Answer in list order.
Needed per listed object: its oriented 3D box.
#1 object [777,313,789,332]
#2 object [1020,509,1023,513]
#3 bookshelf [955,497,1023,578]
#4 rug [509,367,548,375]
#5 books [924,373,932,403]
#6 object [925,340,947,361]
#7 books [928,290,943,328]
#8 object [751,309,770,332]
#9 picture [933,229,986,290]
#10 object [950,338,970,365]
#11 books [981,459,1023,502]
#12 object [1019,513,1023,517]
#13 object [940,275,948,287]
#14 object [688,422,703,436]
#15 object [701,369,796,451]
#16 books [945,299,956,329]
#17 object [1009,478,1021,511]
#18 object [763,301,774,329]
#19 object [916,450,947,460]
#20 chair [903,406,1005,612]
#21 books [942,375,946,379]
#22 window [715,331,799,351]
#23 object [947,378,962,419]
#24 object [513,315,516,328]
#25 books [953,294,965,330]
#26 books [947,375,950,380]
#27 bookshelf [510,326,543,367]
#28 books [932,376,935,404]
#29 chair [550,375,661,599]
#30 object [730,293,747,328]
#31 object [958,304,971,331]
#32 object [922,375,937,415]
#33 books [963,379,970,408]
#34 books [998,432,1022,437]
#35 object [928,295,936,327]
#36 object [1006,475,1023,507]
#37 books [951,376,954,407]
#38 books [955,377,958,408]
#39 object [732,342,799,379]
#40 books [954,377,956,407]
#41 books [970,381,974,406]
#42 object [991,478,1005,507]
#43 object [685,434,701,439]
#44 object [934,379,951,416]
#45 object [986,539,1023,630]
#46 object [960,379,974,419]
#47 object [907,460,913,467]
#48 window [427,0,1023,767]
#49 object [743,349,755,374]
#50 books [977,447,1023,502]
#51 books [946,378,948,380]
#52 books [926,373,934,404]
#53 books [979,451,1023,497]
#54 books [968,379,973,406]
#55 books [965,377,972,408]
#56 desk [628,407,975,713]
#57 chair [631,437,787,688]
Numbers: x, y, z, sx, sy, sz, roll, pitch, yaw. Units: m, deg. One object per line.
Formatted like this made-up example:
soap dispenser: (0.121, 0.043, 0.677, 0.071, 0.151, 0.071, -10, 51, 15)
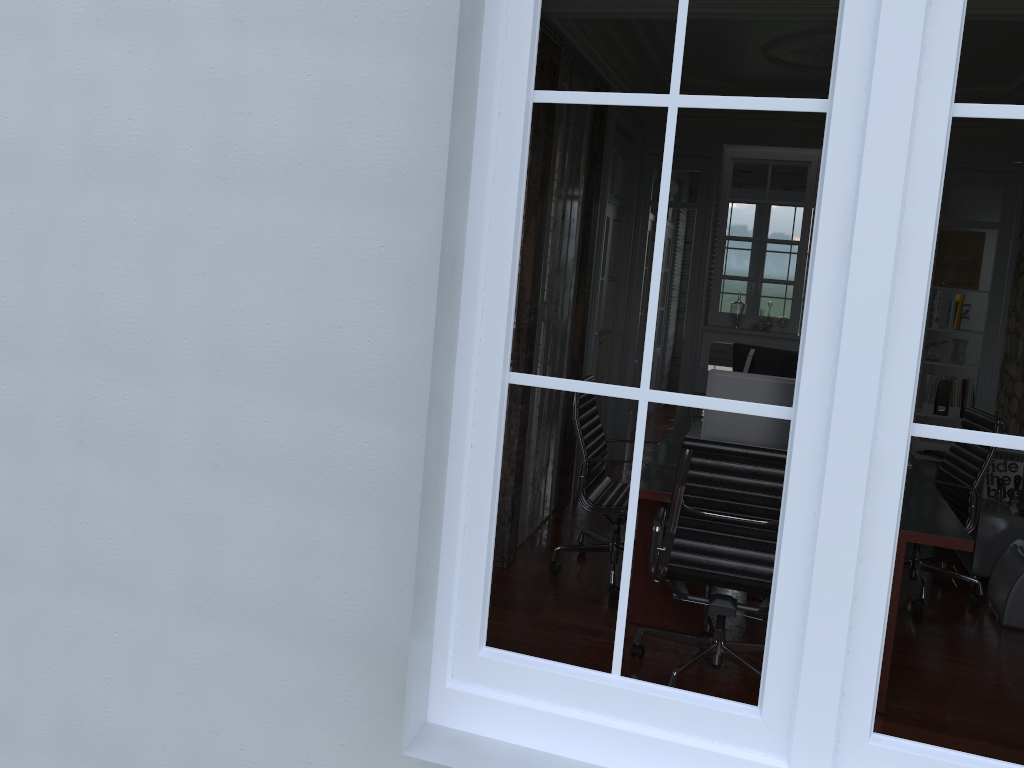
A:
object: (2.200, -0.487, 7.194, 0.094, 0.187, 0.095, 4, 6, -9)
object: (2.913, 0.579, 4.947, 0.095, 0.287, 0.095, 3, 6, -24)
bookshelf: (2.933, 0.883, 5.458, 0.437, 0.457, 1.200, 7, 8, 16)
rug: (0.424, -0.150, 12.574, 1.069, 0.016, 1.072, 7, 9, 16)
books: (3.198, 0.065, 6.820, 0.037, 0.286, 0.194, 7, 7, 24)
object: (3.196, -0.262, 6.732, 0.092, 0.160, 0.178, -1, 9, -45)
books: (3.254, -0.578, 6.797, 0.042, 0.285, 0.216, 7, 6, 16)
object: (1.992, -0.495, 7.085, 0.148, 0.199, 0.149, 5, 6, -1)
picture: (3.364, -0.938, 6.674, 0.326, 0.432, 0.009, 7, 5, 17)
object: (3.385, -0.245, 6.703, 0.063, 0.187, 0.127, 4, 6, -11)
books: (2.876, 0.565, 5.191, 0.197, 0.239, 0.058, 7, 6, 17)
object: (2.852, 0.587, 4.856, 0.095, 0.287, 0.095, 6, 6, 12)
object: (3.238, -0.770, 6.635, 0.056, 0.089, 0.056, 7, 6, 19)
object: (1.096, 0.258, 5.118, 0.119, 0.017, 0.441, 7, 9, 16)
object: (1.086, 0.201, 3.892, 0.484, 0.483, 0.190, 7, 6, 17)
books: (3.342, -0.532, 6.747, 0.026, 0.222, 0.162, 7, 6, 16)
object: (2.855, 0.620, 5.019, 0.048, 0.175, 0.088, 8, 6, 27)
object: (2.082, -0.537, 7.180, 0.088, 0.270, 0.088, 6, 6, 12)
object: (3.310, 0.540, 6.841, 0.237, 0.040, 0.295, 1, 9, -27)
chair: (2.224, 0.630, 4.827, 0.700, 1.018, 0.668, 6, 6, 12)
books: (3.278, 0.081, 6.772, 0.039, 0.287, 0.195, 7, 6, 21)
window: (2.950, -1.368, 10.727, 1.542, 1.929, 0.128, 7, 6, 17)
object: (3.364, 0.105, 6.724, 0.079, 0.276, 0.239, 7, 7, 22)
object: (0.077, -0.941, 13.370, 0.173, 0.192, 0.172, 7, 7, 17)
books: (3.381, -0.549, 6.732, 0.055, 0.267, 0.193, 7, 6, 16)
books: (3.312, 0.086, 6.759, 0.009, 0.287, 0.195, 7, 6, 21)
bookshelf: (0.384, -0.540, 13.380, 1.403, 0.547, 0.402, 7, 7, 17)
books: (3.236, 0.074, 6.802, 0.022, 0.287, 0.194, 7, 7, 24)
chair: (0.597, 0.514, 4.652, 0.700, 1.018, 0.668, 6, 6, 11)
object: (1.840, -0.586, 7.211, 0.129, 0.314, 0.129, 10, 7, 41)
object: (3.445, -0.532, 6.723, 0.078, 0.248, 0.116, 7, 6, 16)
object: (3.206, 0.081, 6.796, 0.079, 0.276, 0.239, 7, 7, 24)
books: (3.439, 0.107, 6.735, 0.024, 0.276, 0.195, 7, 6, 20)
books: (2.986, 0.474, 5.491, 0.259, 0.349, 0.065, 7, 6, 17)
object: (3.190, -0.566, 6.800, 0.078, 0.248, 0.116, 7, 6, 16)
object: (2.910, 0.612, 5.109, 0.048, 0.175, 0.088, 4, 6, -9)
books: (3.360, 0.086, 6.751, 0.045, 0.281, 0.180, 7, 6, 22)
books: (3.385, 0.102, 6.733, 0.046, 0.285, 0.194, 7, 7, 22)
object: (1.565, 0.012, 5.458, 0.486, 0.482, 0.190, 11, 8, 41)
books: (3.368, 0.094, 6.741, 0.046, 0.285, 0.194, 7, 7, 22)
books: (3.483, 0.110, 6.720, 0.024, 0.281, 0.195, 7, 6, 20)
object: (2.800, 0.617, 5.085, 0.048, 0.152, 0.088, 6, 6, 11)
object: (0.993, 0.289, 4.807, 0.106, 0.028, 0.059, 7, 8, 15)
object: (3.296, 0.090, 6.782, 0.079, 0.276, 0.246, 7, 7, 21)
object: (2.701, 1.029, 4.564, 0.363, 0.385, 0.402, 7, 7, 16)
object: (3.453, 0.114, 6.712, 0.079, 0.276, 0.240, 7, 7, 20)
object: (2.077, 0.389, 4.795, 0.119, 0.017, 0.441, 7, 9, 16)
window: (0.630, -0.204, 1.568, 1.530, 1.975, 0.128, 7, 6, 17)
object: (1.320, 0.057, 5.009, 0.190, 0.482, 0.486, 7, 7, 16)
books: (2.918, 0.503, 5.246, 0.272, 0.352, 0.063, 7, 6, 17)
books: (3.298, 0.087, 6.761, 0.030, 0.281, 0.180, 7, 6, 21)
books: (3.215, 0.064, 6.819, 0.038, 0.294, 0.180, 7, 6, 24)
books: (2.889, 0.540, 5.223, 0.222, 0.281, 0.061, 7, 6, 17)
books: (3.470, 0.104, 6.725, 0.013, 0.287, 0.195, 7, 6, 20)
books: (3.461, 0.101, 6.736, 0.030, 0.289, 0.180, 7, 6, 20)
desk: (1.441, 0.722, 4.710, 1.302, 0.724, 2.518, 7, 8, 16)
chair: (0.852, 0.693, 3.575, 0.667, 1.018, 0.701, 7, 7, 21)
